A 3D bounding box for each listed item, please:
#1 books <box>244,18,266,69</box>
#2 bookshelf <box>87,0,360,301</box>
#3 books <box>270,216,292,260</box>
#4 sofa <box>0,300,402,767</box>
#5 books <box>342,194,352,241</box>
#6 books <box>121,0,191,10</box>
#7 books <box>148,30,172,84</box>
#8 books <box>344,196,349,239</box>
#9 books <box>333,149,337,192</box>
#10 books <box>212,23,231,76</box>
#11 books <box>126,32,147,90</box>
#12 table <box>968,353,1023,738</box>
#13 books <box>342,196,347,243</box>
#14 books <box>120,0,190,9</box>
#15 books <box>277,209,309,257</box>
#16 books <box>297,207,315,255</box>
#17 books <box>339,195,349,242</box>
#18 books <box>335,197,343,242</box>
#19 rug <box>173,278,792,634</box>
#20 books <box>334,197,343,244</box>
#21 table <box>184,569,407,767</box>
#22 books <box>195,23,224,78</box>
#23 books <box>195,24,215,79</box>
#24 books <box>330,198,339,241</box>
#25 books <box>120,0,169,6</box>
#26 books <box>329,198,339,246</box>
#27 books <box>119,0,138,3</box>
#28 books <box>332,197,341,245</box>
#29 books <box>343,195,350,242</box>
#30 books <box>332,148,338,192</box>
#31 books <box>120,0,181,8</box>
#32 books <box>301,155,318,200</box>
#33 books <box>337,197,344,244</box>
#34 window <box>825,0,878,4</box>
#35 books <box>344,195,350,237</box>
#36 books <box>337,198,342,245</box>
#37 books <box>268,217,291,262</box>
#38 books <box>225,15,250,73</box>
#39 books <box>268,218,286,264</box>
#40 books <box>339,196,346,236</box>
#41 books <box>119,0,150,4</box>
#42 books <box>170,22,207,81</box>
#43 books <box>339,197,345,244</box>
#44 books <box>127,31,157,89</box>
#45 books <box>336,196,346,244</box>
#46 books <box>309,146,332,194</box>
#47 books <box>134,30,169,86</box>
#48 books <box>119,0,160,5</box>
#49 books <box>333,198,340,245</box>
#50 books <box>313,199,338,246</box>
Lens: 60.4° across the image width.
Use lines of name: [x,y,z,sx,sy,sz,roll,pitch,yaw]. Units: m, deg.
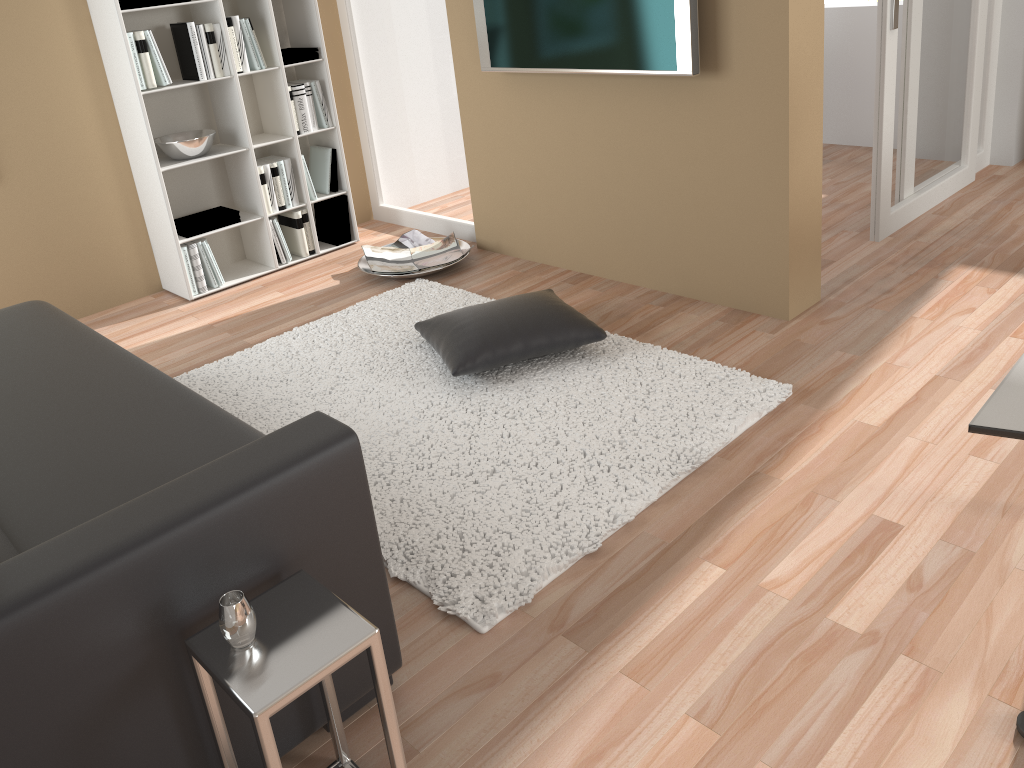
books: [-1.365,-1.747,4.526,0.059,0.247,0.211,-24,28,-37]
bookshelf: [-1.480,-1.618,4.497,1.066,2.055,0.338,-26,28,-39]
books: [-1.304,-0.809,4.827,0.059,0.247,0.211,-24,28,-37]
sofa: [-1.363,0.164,2.278,0.976,0.801,2.299,-26,32,-36]
books: [-0.999,-0.969,5.083,0.032,0.258,0.215,-24,28,-37]
books: [-1.706,-1.795,4.175,0.214,0.007,0.305,19,36,42]
books: [-1.722,-1.563,4.210,0.059,0.247,0.211,-24,28,-37]
books: [-1.011,-0.962,5.072,0.032,0.258,0.215,-24,28,-37]
books: [-1.059,-1.223,5.000,0.044,0.233,0.223,-24,29,-37]
books: [-1.497,-1.672,4.407,0.041,0.241,0.211,-24,28,-37]
books: [-1.802,-1.514,4.130,0.041,0.248,0.211,-24,28,-37]
table: [1.376,0.320,1.478,0.940,0.660,0.833,16,33,41]
books: [-1.022,-0.960,5.067,0.032,0.260,0.218,-24,28,-37]
books: [-1.707,-1.800,4.175,0.214,0.006,0.305,19,36,42]
books: [-1.215,-0.846,4.883,0.041,0.248,0.211,-24,28,-37]
books: [-1.189,-0.863,4.911,0.041,0.248,0.211,-24,28,-37]
books: [-1.014,-0.961,5.067,0.032,0.261,0.220,-24,28,-37]
books: [-1.039,-0.949,5.047,0.033,0.263,0.223,-24,28,-37]
rug: [-0.251,0.036,3.164,1.487,0.043,2.061,-28,33,-36]
books: [-1.043,-0.945,5.045,0.032,0.258,0.215,-24,28,-37]
table: [-0.355,0.621,1.528,0.233,0.450,0.242,-25,28,-38]
books: [-1.523,-1.656,4.374,0.041,0.248,0.211,-24,28,-37]
books: [-1.556,-1.642,4.352,0.041,0.248,0.211,-24,28,-37]
books: [-1.061,-0.939,5.032,0.032,0.260,0.218,-24,28,-37]
books: [-1.710,-1.810,4.170,0.214,0.006,0.305,18,35,40]
books: [-1.062,-0.934,5.026,0.032,0.258,0.215,-24,28,-37]
books: [-1.709,-1.825,4.164,0.305,0.006,0.214,-27,33,-36]
books: [-1.050,-0.942,5.036,0.032,0.261,0.220,-24,28,-37]
books: [-1.007,-0.964,5.076,0.032,0.258,0.215,-24,28,-37]
books: [-1.053,-1.224,5.005,0.044,0.228,0.215,-24,29,-37]
books: [-1.708,-1.805,4.173,0.214,0.006,0.305,19,36,42]
books: [-1.173,-1.147,4.859,0.061,0.249,0.211,-24,29,-37]
books: [-1.035,-0.949,5.052,0.032,0.258,0.215,-24,28,-37]
window: [4.804,-6.501,9.812,12.142,5.715,2.154,9,26,29]
books: [-1.004,-0.969,5.078,0.033,0.263,0.223,-24,28,-37]
books: [-1.047,-0.943,5.041,0.032,0.258,0.215,-24,28,-37]
books: [-1.305,-0.796,4.806,0.059,0.247,0.211,-24,28,-37]
books: [-1.425,-1.729,4.481,0.041,0.264,0.211,-24,28,-37]
books: [-1.327,-0.789,4.792,0.061,0.249,0.211,-24,29,-37]
books: [-1.026,-0.958,5.063,0.032,0.260,0.218,-24,28,-37]
books: [-1.708,-1.821,4.168,0.214,0.006,0.305,19,36,42]
books: [-1.587,-1.633,4.323,0.041,0.264,0.211,-24,28,-37]
books: [-1.031,-0.951,5.055,0.032,0.258,0.215,-24,28,-37]
books: [-1.765,-1.531,4.155,0.041,0.248,0.211,-24,28,-37]
books: [-1.026,-0.953,5.057,0.032,0.258,0.215,-24,28,-37]
books: [-1.086,-1.212,4.979,0.087,0.236,0.211,-24,29,-37]
books: [-1.731,-1.551,4.188,0.061,0.249,0.211,-24,28,-37]
books: [-1.708,-1.816,4.170,0.214,0.006,0.305,19,36,42]
books: [-1.057,-0.941,5.036,0.032,0.260,0.218,-24,28,-37]
books: [-1.066,-0.932,5.024,0.032,0.258,0.215,-24,28,-37]
